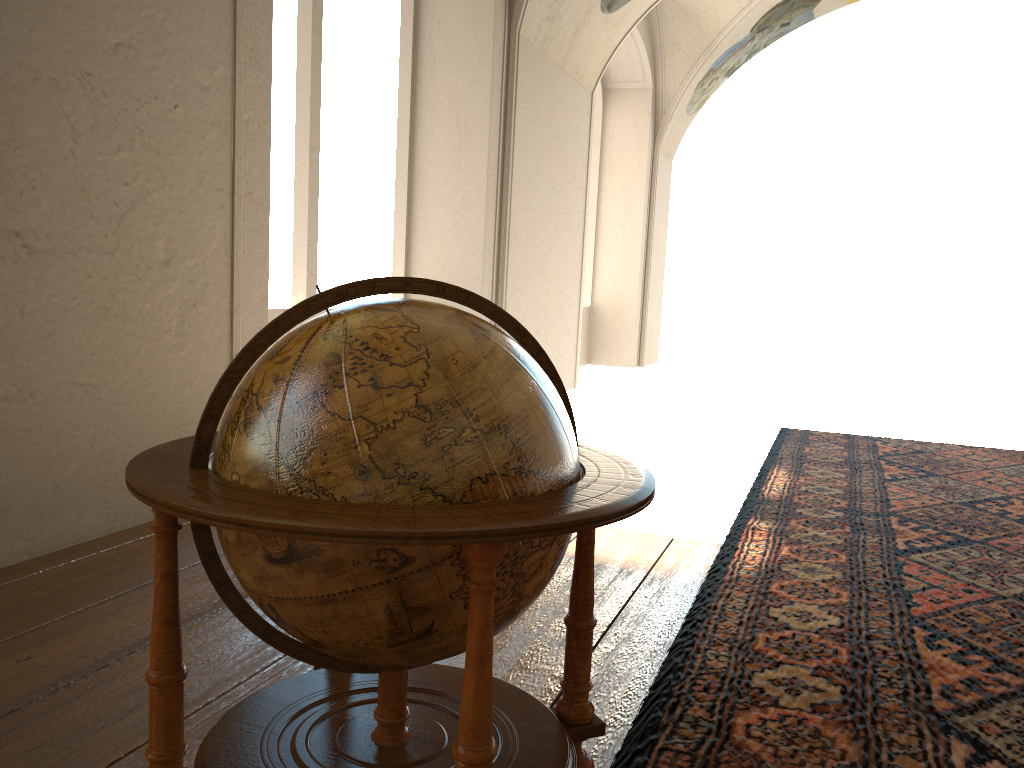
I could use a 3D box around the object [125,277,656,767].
[{"bbox_3d":[-0.295,0.455,2.280,1.279,1.452,1.276,-1,8,-32],"label":"object"}]
